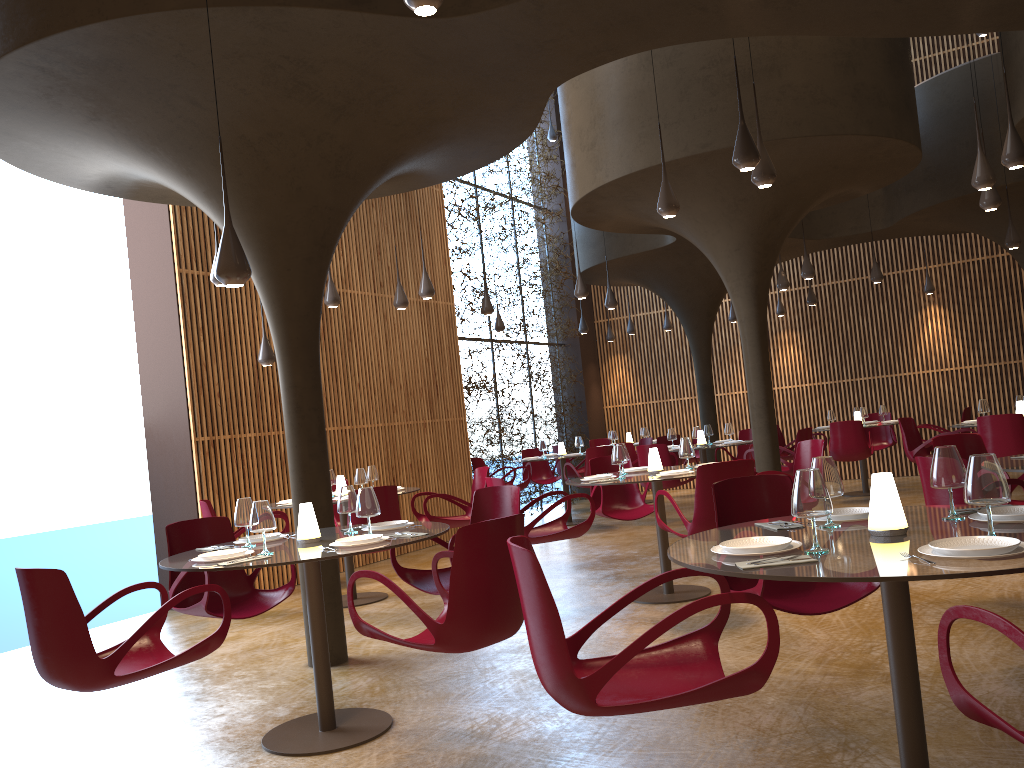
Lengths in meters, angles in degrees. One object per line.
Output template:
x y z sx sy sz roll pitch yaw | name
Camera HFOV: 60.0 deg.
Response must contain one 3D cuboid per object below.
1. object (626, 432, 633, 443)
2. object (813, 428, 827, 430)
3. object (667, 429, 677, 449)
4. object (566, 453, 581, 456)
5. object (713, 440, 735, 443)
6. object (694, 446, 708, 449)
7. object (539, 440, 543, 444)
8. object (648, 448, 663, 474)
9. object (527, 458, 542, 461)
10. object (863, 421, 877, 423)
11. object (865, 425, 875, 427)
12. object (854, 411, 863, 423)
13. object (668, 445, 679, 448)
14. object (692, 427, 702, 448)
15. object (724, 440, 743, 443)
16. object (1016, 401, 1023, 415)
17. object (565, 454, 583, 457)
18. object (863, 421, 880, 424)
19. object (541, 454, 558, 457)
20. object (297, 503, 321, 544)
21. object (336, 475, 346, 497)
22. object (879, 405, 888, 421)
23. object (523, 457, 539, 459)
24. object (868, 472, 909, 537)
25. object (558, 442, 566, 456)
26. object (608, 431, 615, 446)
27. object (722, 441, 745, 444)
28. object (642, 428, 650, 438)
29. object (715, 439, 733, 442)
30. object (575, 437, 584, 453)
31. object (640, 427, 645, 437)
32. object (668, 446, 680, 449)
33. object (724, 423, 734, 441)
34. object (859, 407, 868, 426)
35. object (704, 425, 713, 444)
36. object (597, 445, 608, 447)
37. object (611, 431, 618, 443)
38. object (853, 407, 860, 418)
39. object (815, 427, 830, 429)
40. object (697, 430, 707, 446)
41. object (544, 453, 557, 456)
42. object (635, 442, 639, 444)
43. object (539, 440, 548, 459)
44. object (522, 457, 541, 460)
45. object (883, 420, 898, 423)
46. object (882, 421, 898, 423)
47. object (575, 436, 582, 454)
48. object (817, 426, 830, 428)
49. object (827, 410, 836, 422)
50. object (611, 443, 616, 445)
2.255 1.050 17.056 0.144 0.232 0.142 -6 -2 5 | object
5.057 0.752 14.637 0.262 0.017 0.126 -8 -3 37 | object
2.381 0.813 13.172 0.142 0.295 0.142 -5 -2 -22 | object
0.995 1.142 14.321 0.263 0.029 0.263 -5 -3 -9 | object
3.208 0.876 13.400 0.332 0.014 0.332 -7 -3 12 | object
2.632 0.895 12.432 0.261 0.017 0.127 -3 -4 -45 | object
0.530 1.102 15.109 0.142 0.295 0.142 -7 -2 42 | object
1.316 0.707 8.188 0.142 0.232 0.144 -7 -2 23 | object
0.382 1.224 14.349 0.262 0.017 0.126 -5 -3 -15 | object
6.054 0.649 15.009 0.263 0.029 0.263 -8 -4 41 | object
5.654 0.656 13.956 0.126 0.017 0.261 -8 -3 35 | object
5.698 0.569 14.610 0.142 0.232 0.144 -6 -2 15 | object
2.391 0.951 13.402 0.263 0.029 0.263 -8 -3 31 | object
2.650 0.760 12.672 0.142 0.295 0.142 -7 -2 22 | object
3.177 0.835 12.717 0.263 0.029 0.263 -4 -3 -36 | object
6.338 0.325 11.039 0.142 0.232 0.144 -6 -2 5 | object
0.996 1.152 14.321 0.332 0.014 0.331 -8 -4 39 | object
6.055 0.659 15.009 0.332 0.014 0.331 -7 -3 28 | object
0.657 1.236 15.310 0.332 0.014 0.332 -7 -3 22 | object
-1.218 0.826 5.281 0.142 0.232 0.144 -6 -2 8 | object
-1.848 1.107 9.601 0.144 0.232 0.142 -6 -2 15 | object
6.101 0.495 14.566 0.142 0.295 0.142 -5 -2 -17 | object
0.321 1.229 14.646 0.263 0.029 0.263 -6 -3 1 | object
1.425 0.457 3.384 0.142 0.232 0.145 -4 -2 -42 | object
0.830 1.087 14.816 0.142 0.232 0.144 -6 -2 -5 | object
1.955 1.065 17.349 0.142 0.295 0.142 -7 -2 31 | object
3.178 0.845 12.717 0.331 0.014 0.332 -4 -3 -30 | object
2.534 0.975 16.760 0.142 0.295 0.142 -6 -2 -11 | object
3.207 0.866 13.400 0.263 0.029 0.263 -8 -3 31 | object
1.109 1.012 14.520 0.142 0.295 0.142 -4 -2 -44 | object
2.560 0.996 17.233 0.142 0.295 0.142 -4 -2 -43 | object
2.392 0.961 13.402 0.331 0.014 0.332 -4 -3 -34 | object
3.176 0.719 12.953 0.142 0.295 0.142 -6 -2 4 | object
5.630 0.525 14.198 0.142 0.295 0.142 -7 -2 23 | object
2.964 0.762 13.376 0.142 0.295 0.142 -6 -2 17 | object
1.746 1.191 16.886 0.263 0.029 0.263 -7 -3 17 | object
1.938 1.038 16.781 0.142 0.295 0.142 -7 -2 29 | object
5.818 0.543 14.945 0.142 0.295 0.142 -7 -2 30 | object
5.250 0.736 14.868 0.332 0.014 0.331 -9 -4 43 | object
2.788 0.796 13.067 0.142 0.232 0.145 -5 -2 -15 | object
0.656 1.227 15.310 0.263 0.029 0.263 -5 -3 -23 | object
2.420 1.105 16.561 0.263 0.029 0.263 -7 -3 23 | object
0.513 1.075 14.541 0.142 0.295 0.142 -7 -2 29 | object
0.322 1.238 14.646 0.332 0.014 0.332 -6 -3 11 | object
6.142 0.607 14.332 0.263 0.029 0.263 -6 -3 8 | object
6.143 0.616 14.332 0.331 0.014 0.332 -4 -4 -37 | object
1.135 1.033 14.993 0.142 0.295 0.142 -5 -2 -20 | object
5.249 0.726 14.868 0.263 0.029 0.263 -5 -3 -24 | object
5.279 0.584 14.642 0.142 0.295 0.142 -6 -2 2 | object
2.081 1.190 17.550 0.263 0.029 0.263 -5 -3 -16 | object
